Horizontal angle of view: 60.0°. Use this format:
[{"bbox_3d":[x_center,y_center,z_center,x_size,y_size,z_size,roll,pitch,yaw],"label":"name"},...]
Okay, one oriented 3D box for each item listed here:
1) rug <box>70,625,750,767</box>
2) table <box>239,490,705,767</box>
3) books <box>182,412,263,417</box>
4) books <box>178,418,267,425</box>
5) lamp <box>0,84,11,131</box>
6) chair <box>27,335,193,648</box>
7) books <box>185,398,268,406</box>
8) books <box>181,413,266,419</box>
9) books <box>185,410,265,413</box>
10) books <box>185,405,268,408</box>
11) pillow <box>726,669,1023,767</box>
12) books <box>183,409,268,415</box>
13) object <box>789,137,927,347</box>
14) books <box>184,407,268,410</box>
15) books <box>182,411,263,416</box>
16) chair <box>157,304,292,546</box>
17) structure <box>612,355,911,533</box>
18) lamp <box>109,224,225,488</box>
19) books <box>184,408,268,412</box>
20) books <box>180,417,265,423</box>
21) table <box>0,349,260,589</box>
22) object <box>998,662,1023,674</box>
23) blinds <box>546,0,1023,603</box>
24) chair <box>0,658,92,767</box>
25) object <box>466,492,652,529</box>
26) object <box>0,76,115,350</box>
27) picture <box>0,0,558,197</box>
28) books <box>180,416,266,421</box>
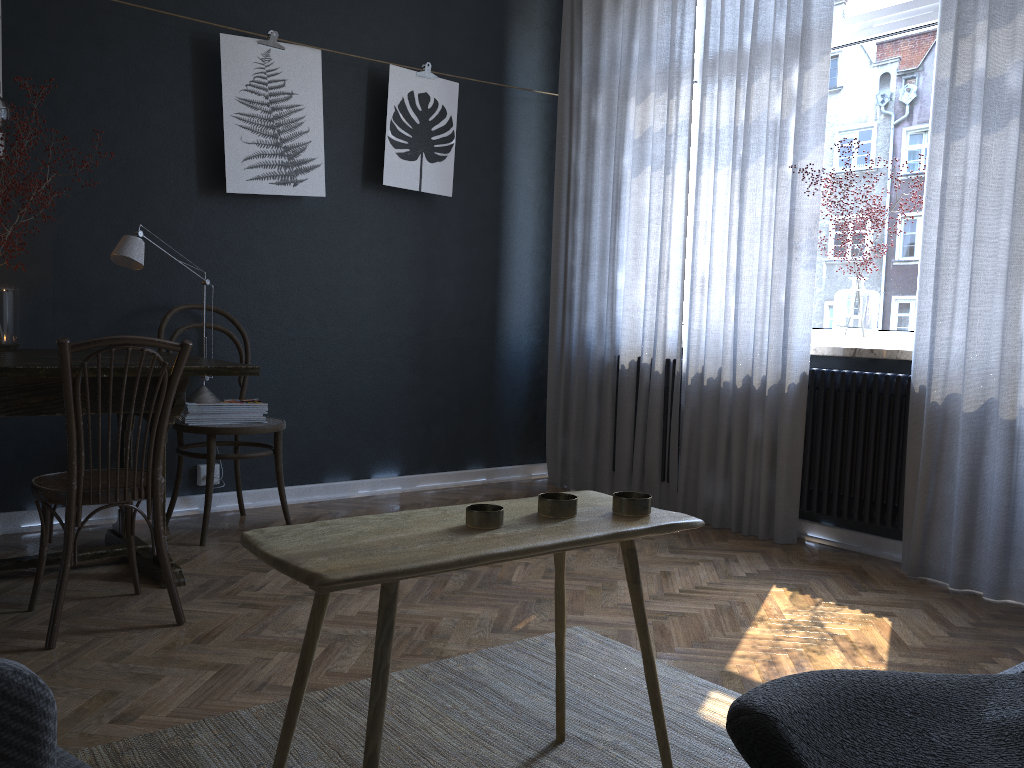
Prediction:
[{"bbox_3d":[-0.275,0.769,1.603,2.010,0.013,1.002,-1,5,-38],"label":"rug"},{"bbox_3d":[-0.053,0.508,1.530,0.787,0.550,0.339,-1,6,-38],"label":"table"},{"bbox_3d":[-1.174,0.120,3.586,0.288,0.008,0.218,0,4,-25],"label":"books"},{"bbox_3d":[-1.172,0.148,3.584,0.304,0.008,0.218,0,5,-32],"label":"books"},{"bbox_3d":[-1.482,-1.525,1.999,0.583,1.576,1.588,1,4,-7],"label":"lamp"},{"bbox_3d":[-1.135,0.267,2.475,0.363,0.821,0.466,-2,6,-39],"label":"chair"},{"bbox_3d":[-1.164,0.073,3.588,0.305,0.013,0.218,0,4,-27],"label":"books"},{"bbox_3d":[-1.172,0.126,3.581,0.305,0.013,0.218,0,4,-27],"label":"books"},{"bbox_3d":[-1.168,0.104,3.585,0.288,0.008,0.218,0,4,-27],"label":"books"},{"bbox_3d":[-1.166,0.082,3.589,0.304,0.008,0.218,0,4,-27],"label":"books"},{"bbox_3d":[0.286,0.289,0.432,0.797,0.362,0.441,1,5,-21],"label":"pillow"},{"bbox_3d":[-1.166,0.108,3.590,0.304,0.006,0.218,0,4,-27],"label":"books"},{"bbox_3d":[1.415,-0.555,3.608,0.514,0.810,0.599,4,5,26],"label":"object"},{"bbox_3d":[-1.165,0.090,3.586,0.304,0.008,0.218,0,4,-28],"label":"books"},{"bbox_3d":[-1.174,0.114,3.586,0.288,0.008,0.218,0,4,-25],"label":"books"},{"bbox_3d":[-1.177,0.137,3.628,0.437,0.922,0.548,-2,6,-41],"label":"chair"},{"bbox_3d":[1.090,0.207,4.004,0.215,0.601,1.844,-2,5,-38],"label":"structure"},{"bbox_3d":[-1.290,-0.061,3.531,0.242,1.071,0.799,3,4,6],"label":"lamp"},{"bbox_3d":[-1.164,0.097,3.584,0.304,0.008,0.218,0,4,-28],"label":"books"},{"bbox_3d":[-1.173,0.141,3.583,0.305,0.007,0.218,0,4,-27],"label":"books"},{"bbox_3d":[-1.770,0.274,2.727,1.604,0.728,1.125,-1,5,-38],"label":"table"},{"bbox_3d":[1.060,0.454,1.392,0.666,0.329,0.489,-1,5,-34],"label":"object"},{"bbox_3d":[1.506,-0.692,3.345,0.312,2.792,3.988,-2,6,-38],"label":"blinds"},{"bbox_3d":[-0.742,0.392,0.896,0.644,0.812,0.494,5,5,29],"label":"chair"},{"bbox_3d":[0.080,0.219,1.569,0.369,0.033,0.103,0,4,-28],"label":"object"},{"bbox_3d":[-1.846,-0.588,3.148,0.638,0.932,0.556,4,5,22],"label":"object"},{"bbox_3d":[-1.407,-1.200,3.592,4.456,0.772,0.057,-1,6,-39],"label":"picture"},{"bbox_3d":[-1.171,0.134,3.583,0.304,0.008,0.218,0,4,-27],"label":"books"}]
